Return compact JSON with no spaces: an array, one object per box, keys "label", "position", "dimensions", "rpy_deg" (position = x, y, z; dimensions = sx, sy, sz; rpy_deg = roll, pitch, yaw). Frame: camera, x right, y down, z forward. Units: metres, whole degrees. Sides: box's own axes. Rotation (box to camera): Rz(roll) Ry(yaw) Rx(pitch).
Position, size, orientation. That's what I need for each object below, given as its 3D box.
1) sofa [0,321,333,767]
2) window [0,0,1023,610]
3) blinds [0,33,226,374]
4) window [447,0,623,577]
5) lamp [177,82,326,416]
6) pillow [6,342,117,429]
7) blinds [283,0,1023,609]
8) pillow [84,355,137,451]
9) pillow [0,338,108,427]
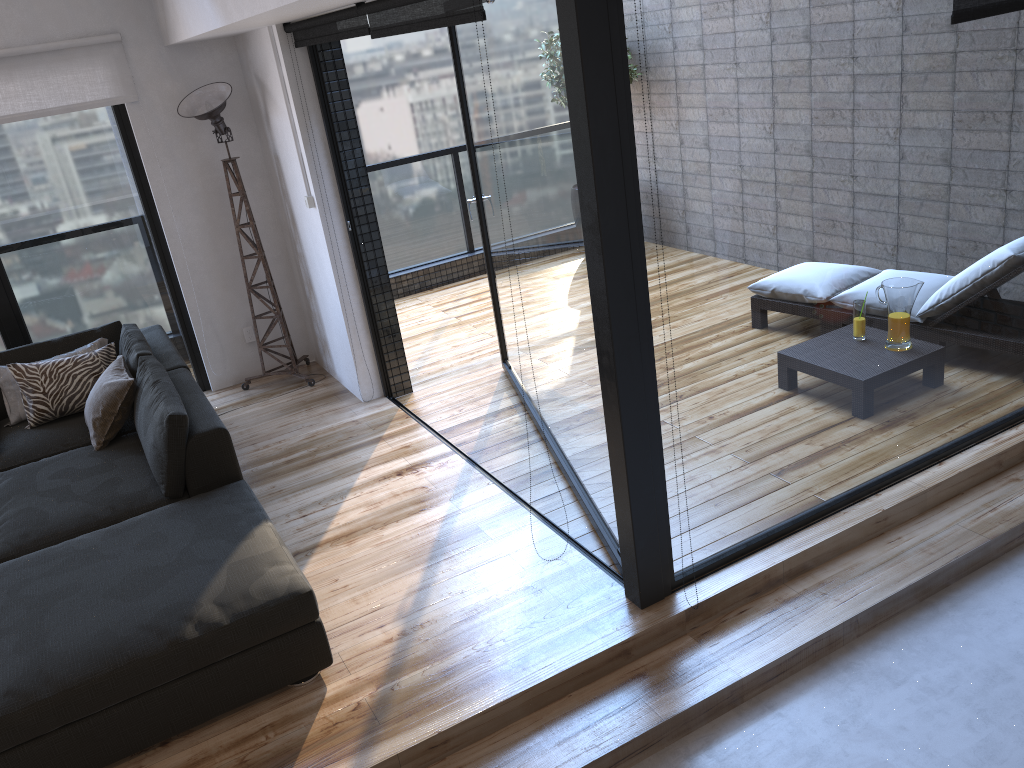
[{"label":"sofa","position":[-2.649,0.697,3.487],"dimensions":[3.038,0.704,2.988],"rpy_deg":[-19,24,-23]},{"label":"window","position":[-3.917,-1.031,2.222],"dimensions":[13.373,5.597,5.643],"rpy_deg":[-19,24,-23]},{"label":"blinds","position":[-4.292,-0.210,4.255],"dimensions":[5.359,2.055,0.095],"rpy_deg":[-19,25,-23]},{"label":"window","position":[0.032,-0.620,3.886],"dimensions":[0.100,2.062,2.436],"rpy_deg":[-12,23,-7]},{"label":"lamp","position":[-1.876,-0.671,5.018],"dimensions":[1.463,1.837,0.424],"rpy_deg":[-27,28,-36]},{"label":"pillow","position":[-2.273,-0.008,4.570],"dimensions":[0.531,0.316,0.249],"rpy_deg":[-17,24,-19]},{"label":"blinds","position":[0.586,-0.529,3.409],"dimensions":[3.861,2.063,1.818],"rpy_deg":[-2,24,18]},{"label":"pillow","position":[-1.949,0.085,4.299],"dimensions":[0.272,0.311,0.545],"rpy_deg":[-19,24,-23]},{"label":"pillow","position":[-2.398,-0.010,4.685],"dimensions":[0.610,0.295,0.234],"rpy_deg":[-19,24,-22]}]
